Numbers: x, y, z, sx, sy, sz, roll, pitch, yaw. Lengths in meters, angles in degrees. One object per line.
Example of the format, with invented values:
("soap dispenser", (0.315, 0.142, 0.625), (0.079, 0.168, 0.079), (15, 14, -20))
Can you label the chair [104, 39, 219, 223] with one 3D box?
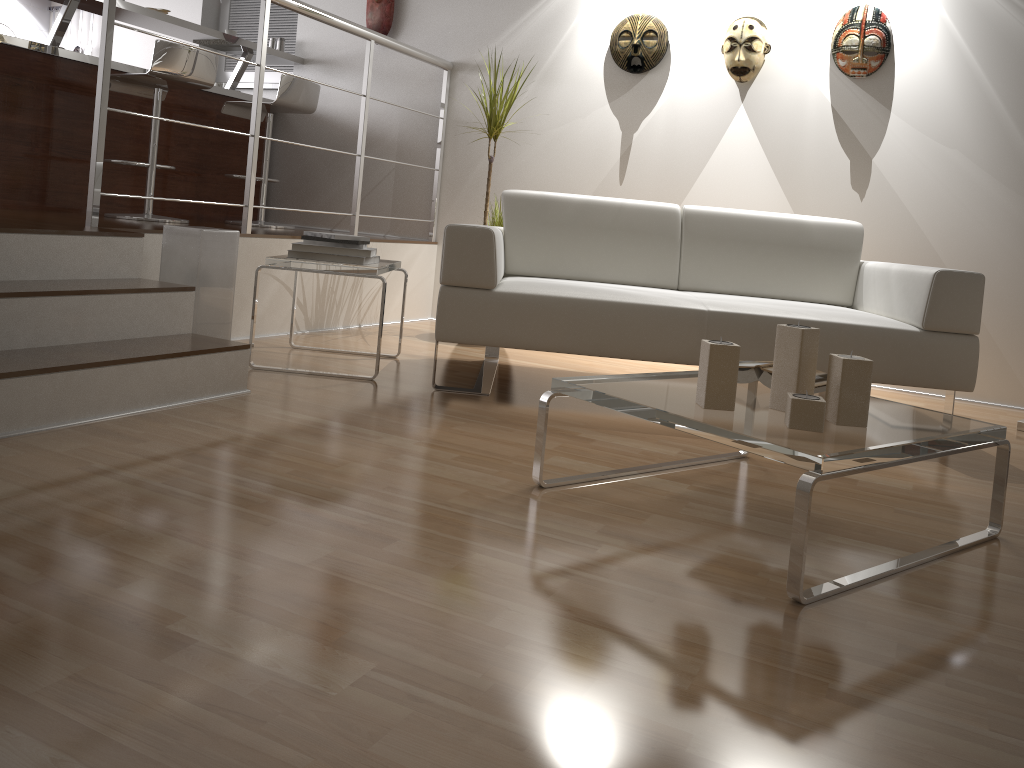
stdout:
("chair", (-1.745, -1.226, 4.298), (0.429, 0.842, 0.388), (7, 3, 30))

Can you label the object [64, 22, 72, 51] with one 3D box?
("object", (-3.283, -2.595, 6.479), (0.107, 0.375, 0.020), (6, 2, 26))

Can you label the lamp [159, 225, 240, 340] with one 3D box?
("lamp", (-1.147, -0.331, 3.192), (0.200, 0.477, 0.192), (7, 3, 26))

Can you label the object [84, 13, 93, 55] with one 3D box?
("object", (-3.074, -2.554, 6.373), (0.072, 0.379, 0.024), (6, 2, 26))

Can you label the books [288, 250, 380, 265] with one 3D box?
("books", (-0.661, -0.475, 3.267), (0.288, 0.027, 0.230), (6, 10, 5))

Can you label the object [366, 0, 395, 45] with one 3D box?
("object", (-0.776, -2.427, 5.247), (0.150, 0.784, 0.152), (5, 2, -19))

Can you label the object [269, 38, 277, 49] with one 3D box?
("object", (-1.520, -2.141, 5.565), (0.053, 0.108, 0.053), (6, 3, 10))

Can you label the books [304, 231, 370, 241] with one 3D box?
("books", (-0.654, -0.551, 3.266), (0.151, 0.014, 0.220), (-4, 14, -43))

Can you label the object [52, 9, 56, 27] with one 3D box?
("object", (-3.454, -2.623, 6.557), (0.065, 0.379, 0.033), (6, 2, 26))

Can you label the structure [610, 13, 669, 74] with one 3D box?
("structure", (0.647, -1.770, 4.535), (0.319, 0.314, 0.069), (8, 3, 26))

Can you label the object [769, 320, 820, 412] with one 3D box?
("object", (0.608, -0.039, 1.882), (0.067, 0.195, 0.068), (3, 3, -39))

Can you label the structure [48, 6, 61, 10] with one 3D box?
("structure", (-3.229, -2.787, 6.493), (0.602, 0.034, 0.049), (10, 9, 26))

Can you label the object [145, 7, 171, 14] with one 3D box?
("object", (-1.903, -1.999, 4.732), (0.131, 0.041, 0.141), (10, 11, 27))

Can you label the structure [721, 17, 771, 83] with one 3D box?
("structure", (1.126, -1.640, 4.268), (0.245, 0.327, 0.130), (8, 3, 27))

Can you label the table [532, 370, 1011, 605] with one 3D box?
("table", (0.581, 0.164, 1.982), (0.793, 0.247, 0.712), (-2, 12, -38))

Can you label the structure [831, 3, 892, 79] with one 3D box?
("structure", (1.616, -1.599, 4.059), (0.267, 0.352, 0.075), (8, 3, 26))

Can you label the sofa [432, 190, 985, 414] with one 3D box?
("sofa", (0.649, -0.317, 3.300), (1.781, 0.734, 0.918), (5, 7, 1))

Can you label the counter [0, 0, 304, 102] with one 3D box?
("counter", (-2.101, -1.868, 4.953), (0.845, 0.315, 2.116), (10, 11, 25))

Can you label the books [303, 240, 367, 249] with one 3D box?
("books", (-0.657, -0.523, 3.266), (0.216, 0.014, 0.154), (4, 10, -4))

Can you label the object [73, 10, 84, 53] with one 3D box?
("object", (-3.174, -2.585, 6.448), (0.091, 0.362, 0.043), (6, 2, 26))

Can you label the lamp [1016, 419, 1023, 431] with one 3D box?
("lamp", (2.132, -0.629, 3.216), (0.208, 1.659, 0.369), (4, 2, -44))

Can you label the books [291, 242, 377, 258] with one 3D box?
("books", (-0.659, -0.502, 3.267), (0.287, 0.027, 0.231), (4, 10, -4))

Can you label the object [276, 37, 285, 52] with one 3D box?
("object", (-1.465, -2.134, 5.545), (0.053, 0.111, 0.053), (6, 3, 10))

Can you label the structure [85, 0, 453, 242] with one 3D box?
("structure", (-0.927, -1.209, 4.056), (0.058, 1.038, 2.338), (6, 8, 26))

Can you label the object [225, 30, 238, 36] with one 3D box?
("object", (-1.645, -2.046, 5.136), (0.079, 0.045, 0.068), (1, 9, -27))

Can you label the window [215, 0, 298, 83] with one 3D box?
("window", (-1.655, -2.628, 5.914), (0.850, 1.258, 0.142), (7, 2, 26))

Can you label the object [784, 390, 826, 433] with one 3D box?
("object", (0.575, 0.049, 1.717), (0.067, 0.073, 0.068), (6, 6, 11))

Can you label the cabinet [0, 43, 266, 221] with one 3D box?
("cabinet", (-2.264, -1.335, 4.898), (0.638, 0.741, 1.860), (8, 9, 25))

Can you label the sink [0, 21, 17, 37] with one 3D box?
("sink", (-3.454, -2.227, 6.187), (0.605, 0.574, 0.675), (8, 7, 26))

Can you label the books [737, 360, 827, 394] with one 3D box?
("books", (0.667, -0.026, 2.217), (0.296, 0.055, 0.204), (14, 13, 40))

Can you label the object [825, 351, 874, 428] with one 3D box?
("object", (0.692, 0.006, 1.801), (0.067, 0.150, 0.068), (5, 3, -4))

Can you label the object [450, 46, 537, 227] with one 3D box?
("object", (-0.123, -0.944, 4.343), (0.445, 1.463, 0.500), (7, 3, 39))

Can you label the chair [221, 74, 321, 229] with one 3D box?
("chair", (-1.392, -1.324, 5.010), (0.428, 0.842, 0.388), (7, 3, 21))

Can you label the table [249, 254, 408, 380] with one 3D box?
("table", (-0.683, -0.281, 3.366), (0.464, 0.396, 0.558), (5, 7, 1))

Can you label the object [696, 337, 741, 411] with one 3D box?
("object", (0.434, -0.026, 1.845), (0.067, 0.149, 0.068), (5, 3, -4))
